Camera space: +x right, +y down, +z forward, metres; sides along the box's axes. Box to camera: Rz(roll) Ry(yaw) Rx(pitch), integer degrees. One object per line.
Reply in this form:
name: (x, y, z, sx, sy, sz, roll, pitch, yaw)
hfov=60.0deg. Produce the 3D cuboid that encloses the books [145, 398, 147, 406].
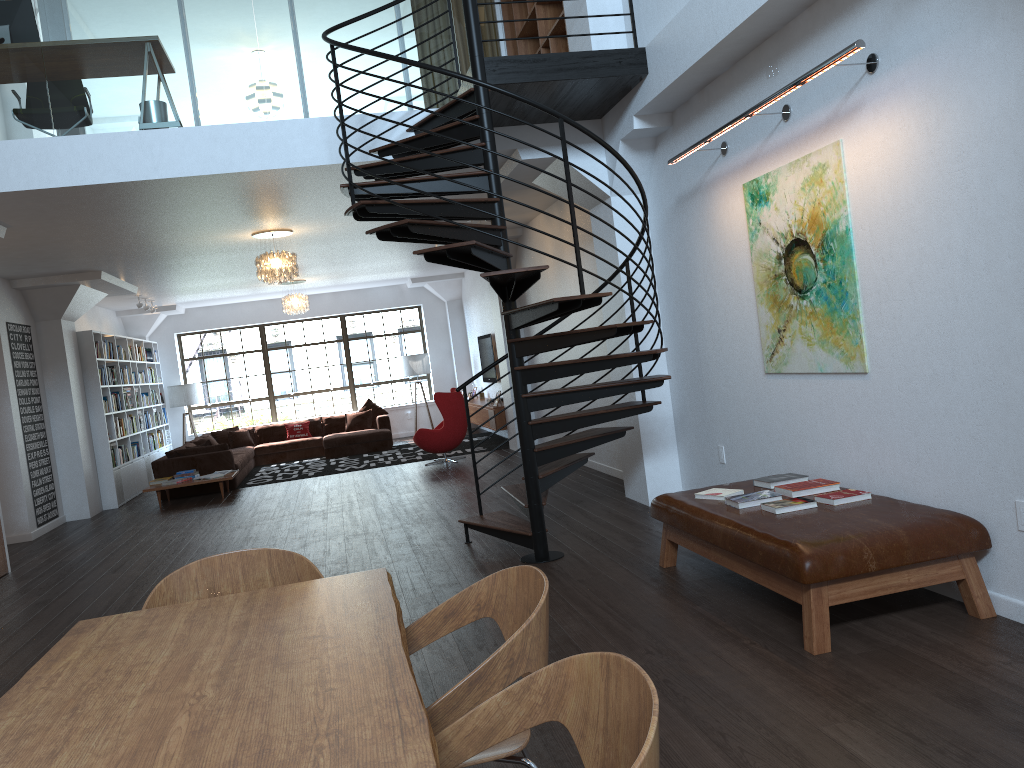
books: (-6.159, 0.283, 14.739, 0.136, 0.196, 0.045, -8, 2, -11)

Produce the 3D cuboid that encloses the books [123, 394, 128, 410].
books: (-5.871, 0.277, 13.276, 0.174, 0.240, 0.054, -8, 2, -11)

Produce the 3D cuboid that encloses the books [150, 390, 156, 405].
books: (-6.340, 0.246, 15.513, 0.180, 0.259, 0.042, -8, 2, -11)

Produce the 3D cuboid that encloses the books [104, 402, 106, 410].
books: (-5.624, 0.320, 12.110, 0.128, 0.178, 0.022, -8, 2, -11)

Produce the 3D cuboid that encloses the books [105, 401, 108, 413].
books: (-5.626, 0.323, 12.186, 0.120, 0.167, 0.020, -8, 2, -11)

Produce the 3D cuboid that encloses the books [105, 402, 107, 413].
books: (-5.616, 0.330, 12.150, 0.110, 0.153, 0.019, -8, 2, -11)

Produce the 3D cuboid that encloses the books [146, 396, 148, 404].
books: (-6.180, 0.292, 14.884, 0.109, 0.171, 0.018, -8, 2, -11)

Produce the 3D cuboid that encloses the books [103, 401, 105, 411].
books: (-5.602, 0.320, 12.040, 0.128, 0.178, 0.022, -8, 2, -11)

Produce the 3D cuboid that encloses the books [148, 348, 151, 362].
books: (-6.448, -0.496, 15.548, 0.183, 0.253, 0.042, -8, 2, -11)

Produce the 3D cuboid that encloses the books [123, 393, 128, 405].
books: (-5.904, 0.270, 13.384, 0.183, 0.253, 0.042, -8, 2, -11)

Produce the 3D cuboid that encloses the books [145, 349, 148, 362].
books: (-6.373, -0.480, 15.265, 0.161, 0.223, 0.032, -8, 2, -11)

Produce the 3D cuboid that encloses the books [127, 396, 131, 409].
books: (-5.915, 0.291, 13.506, 0.161, 0.207, 0.135, -8, 2, -12)

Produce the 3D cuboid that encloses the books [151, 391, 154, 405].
books: (-6.274, 0.256, 15.256, 0.174, 0.240, 0.054, -8, 2, -11)

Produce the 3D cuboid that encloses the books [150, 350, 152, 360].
books: (-6.474, -0.498, 15.677, 0.183, 0.253, 0.042, -8, 2, -11)

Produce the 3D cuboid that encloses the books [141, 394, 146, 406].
books: (-6.145, 0.279, 14.658, 0.140, 0.206, 0.042, -8, 2, -11)

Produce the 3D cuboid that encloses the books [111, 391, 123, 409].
books: (-5.824, 0.256, 13.007, 0.176, 0.294, 0.102, -8, 2, -11)

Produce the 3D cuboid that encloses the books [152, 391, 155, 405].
books: (-6.308, 0.250, 15.363, 0.183, 0.253, 0.042, -8, 2, -11)

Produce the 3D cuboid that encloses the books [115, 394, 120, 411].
books: (-5.770, 0.276, 12.776, 0.182, 0.253, 0.034, -8, 2, -11)

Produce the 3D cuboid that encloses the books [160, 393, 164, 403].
books: (-6.455, 0.260, 16.154, 0.182, 0.215, 0.188, -8, 2, -11)

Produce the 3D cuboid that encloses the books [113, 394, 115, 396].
books: (-5.785, 0.279, 12.738, 0.182, 0.253, 0.034, -8, 2, -11)

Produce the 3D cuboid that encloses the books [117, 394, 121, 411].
books: (-5.787, 0.281, 12.875, 0.174, 0.239, 0.045, -8, 2, -11)

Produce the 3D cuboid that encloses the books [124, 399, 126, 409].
books: (-5.862, 0.285, 13.234, 0.161, 0.223, 0.032, -8, 2, -11)

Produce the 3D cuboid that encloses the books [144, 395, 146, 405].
books: (-6.148, 0.285, 14.699, 0.139, 0.191, 0.036, -8, 2, -11)

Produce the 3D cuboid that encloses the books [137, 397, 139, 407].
books: (-6.036, 0.277, 14.112, 0.161, 0.223, 0.030, -8, 2, -11)

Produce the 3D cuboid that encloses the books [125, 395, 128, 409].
books: (-5.881, 0.284, 13.352, 0.161, 0.223, 0.032, -8, 2, -11)

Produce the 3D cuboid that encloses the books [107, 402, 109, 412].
books: (-5.631, 0.322, 12.238, 0.107, 0.167, 0.017, -8, 2, -11)

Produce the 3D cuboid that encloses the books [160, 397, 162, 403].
books: (-6.424, 0.259, 16.001, 0.161, 0.218, 0.101, -8, 2, -11)

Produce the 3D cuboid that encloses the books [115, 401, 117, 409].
books: (-5.747, 0.292, 12.676, 0.161, 0.223, 0.026, -8, 2, -11)

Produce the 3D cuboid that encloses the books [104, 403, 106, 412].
books: (-5.621, 0.317, 12.085, 0.134, 0.184, 0.030, -8, 2, -11)

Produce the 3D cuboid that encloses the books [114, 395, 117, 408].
books: (-5.763, 0.289, 12.706, 0.167, 0.230, 0.037, -8, 2, -11)

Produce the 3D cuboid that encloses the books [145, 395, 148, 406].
books: (-6.181, 0.288, 14.838, 0.134, 0.184, 0.030, -8, 2, -11)

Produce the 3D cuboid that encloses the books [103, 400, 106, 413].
books: (-5.608, 0.320, 12.061, 0.128, 0.178, 0.021, -8, 2, -11)

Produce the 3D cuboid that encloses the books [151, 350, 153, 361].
books: (-6.492, -0.499, 15.763, 0.183, 0.253, 0.042, -8, 2, -11)

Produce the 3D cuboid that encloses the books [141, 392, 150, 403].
books: (-6.219, 0.262, 15.020, 0.140, 0.231, 0.042, -8, 2, -11)

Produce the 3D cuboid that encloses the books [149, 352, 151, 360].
books: (-6.463, -0.496, 15.590, 0.183, 0.253, 0.042, -8, 2, -11)

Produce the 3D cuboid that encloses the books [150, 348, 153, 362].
books: (-6.485, -0.498, 15.719, 0.183, 0.253, 0.042, -8, 2, -11)

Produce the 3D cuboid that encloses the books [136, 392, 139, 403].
books: (-6.058, 0.265, 14.142, 0.183, 0.253, 0.039, -8, 2, -11)

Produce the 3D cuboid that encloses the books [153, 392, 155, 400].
books: (-6.329, 0.250, 15.474, 0.160, 0.251, 0.039, -8, 2, -11)

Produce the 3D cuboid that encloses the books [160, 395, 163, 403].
books: (-6.445, 0.265, 16.063, 0.167, 0.210, 0.162, -8, 2, -11)

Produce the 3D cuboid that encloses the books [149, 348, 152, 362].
books: (-6.466, -0.497, 15.634, 0.183, 0.253, 0.042, -8, 2, -11)

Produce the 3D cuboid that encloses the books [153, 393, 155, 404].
books: (-6.318, 0.252, 15.436, 0.171, 0.246, 0.039, -8, 2, -11)

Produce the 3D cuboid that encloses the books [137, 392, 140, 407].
books: (-6.068, 0.266, 14.210, 0.171, 0.246, 0.036, -8, 2, -11)

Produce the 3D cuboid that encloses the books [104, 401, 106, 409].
books: (-5.619, 0.322, 12.131, 0.109, 0.171, 0.018, -8, 2, -11)

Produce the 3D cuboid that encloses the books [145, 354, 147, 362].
books: (-6.376, -0.479, 15.232, 0.161, 0.223, 0.033, -8, 2, -11)

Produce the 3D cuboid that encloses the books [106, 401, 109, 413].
books: (-5.625, 0.324, 12.213, 0.106, 0.162, 0.032, -8, 2, -11)

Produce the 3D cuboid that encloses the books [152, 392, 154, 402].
books: (-6.284, 0.263, 15.331, 0.161, 0.223, 0.032, -8, 2, -11)

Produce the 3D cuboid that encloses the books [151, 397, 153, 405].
books: (-6.265, 0.265, 15.213, 0.161, 0.223, 0.032, -8, 2, -11)

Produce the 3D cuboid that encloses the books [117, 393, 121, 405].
books: (-5.803, 0.275, 12.913, 0.182, 0.253, 0.034, -8, 2, -11)

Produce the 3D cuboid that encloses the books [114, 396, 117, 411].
books: (-5.740, 0.292, 12.650, 0.161, 0.223, 0.027, -8, 2, -11)

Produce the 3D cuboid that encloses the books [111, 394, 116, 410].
books: (-5.744, 0.280, 12.622, 0.159, 0.250, 0.026, -8, 2, -11)

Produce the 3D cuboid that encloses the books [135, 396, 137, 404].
books: (-6.019, 0.279, 14.002, 0.161, 0.223, 0.030, -8, 2, -11)

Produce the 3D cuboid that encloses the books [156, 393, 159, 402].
books: (-6.371, 0.268, 15.745, 0.161, 0.207, 0.135, -8, 2, -12)

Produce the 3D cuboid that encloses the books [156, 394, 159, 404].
books: (-6.369, 0.255, 15.687, 0.174, 0.236, 0.142, -8, 2, -12)

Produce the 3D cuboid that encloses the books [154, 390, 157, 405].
books: (-6.351, 0.247, 15.598, 0.183, 0.253, 0.042, -8, 2, -11)

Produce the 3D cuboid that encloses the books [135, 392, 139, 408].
books: (-6.028, 0.263, 14.041, 0.174, 0.251, 0.051, -8, 2, -11)

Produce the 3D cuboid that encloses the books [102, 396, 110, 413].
books: (-5.658, 0.291, 12.267, 0.140, 0.231, 0.042, -8, 2, -11)
